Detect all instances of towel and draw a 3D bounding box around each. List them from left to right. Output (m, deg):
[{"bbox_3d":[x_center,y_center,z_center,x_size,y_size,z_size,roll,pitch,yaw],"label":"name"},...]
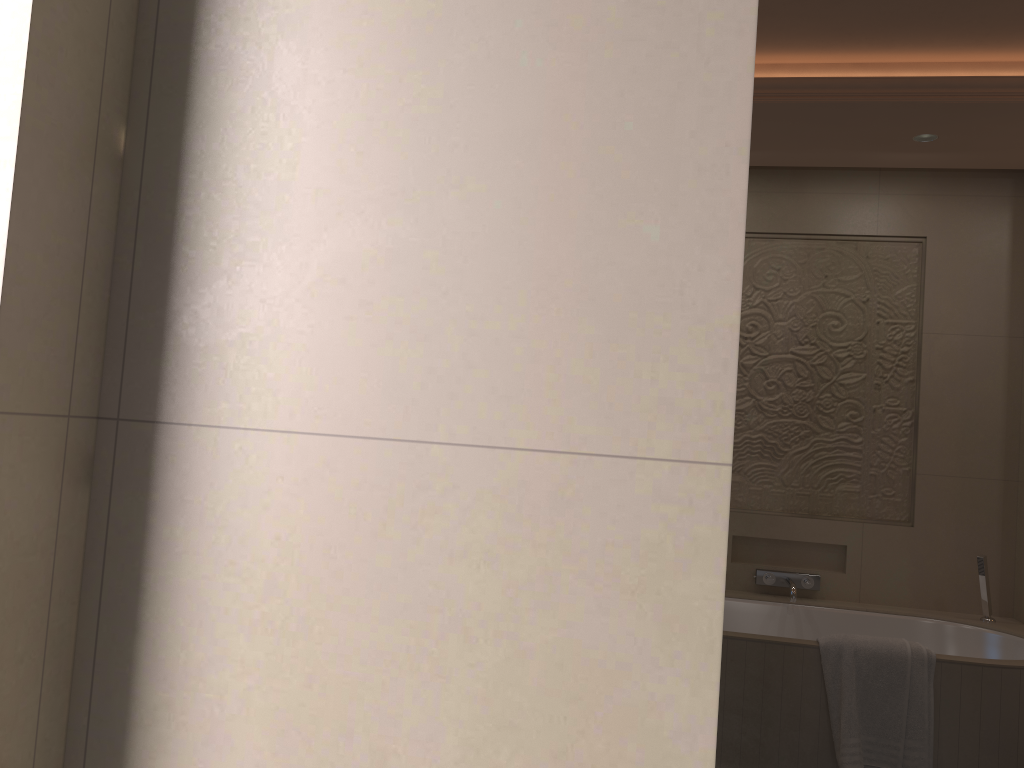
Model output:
[{"bbox_3d":[1.233,1.099,3.052,0.374,0.463,0.453,3,-3,13],"label":"towel"}]

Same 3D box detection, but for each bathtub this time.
[{"bbox_3d":[1.140,1.202,3.532,2.662,0.540,1.060,3,-3,11],"label":"bathtub"}]

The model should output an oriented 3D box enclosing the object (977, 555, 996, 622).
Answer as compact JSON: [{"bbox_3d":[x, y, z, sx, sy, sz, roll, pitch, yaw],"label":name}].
[{"bbox_3d":[2.012,0.867,3.766,0.114,0.280,0.059,6,-4,-34],"label":"object"}]

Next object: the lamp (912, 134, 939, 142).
[{"bbox_3d":[1.677,-1.029,3.594,0.097,0.069,0.097,4,-3,8],"label":"lamp"}]

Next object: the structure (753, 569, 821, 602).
[{"bbox_3d":[1.233,0.900,3.947,0.290,0.097,0.259,3,-3,11],"label":"structure"}]
